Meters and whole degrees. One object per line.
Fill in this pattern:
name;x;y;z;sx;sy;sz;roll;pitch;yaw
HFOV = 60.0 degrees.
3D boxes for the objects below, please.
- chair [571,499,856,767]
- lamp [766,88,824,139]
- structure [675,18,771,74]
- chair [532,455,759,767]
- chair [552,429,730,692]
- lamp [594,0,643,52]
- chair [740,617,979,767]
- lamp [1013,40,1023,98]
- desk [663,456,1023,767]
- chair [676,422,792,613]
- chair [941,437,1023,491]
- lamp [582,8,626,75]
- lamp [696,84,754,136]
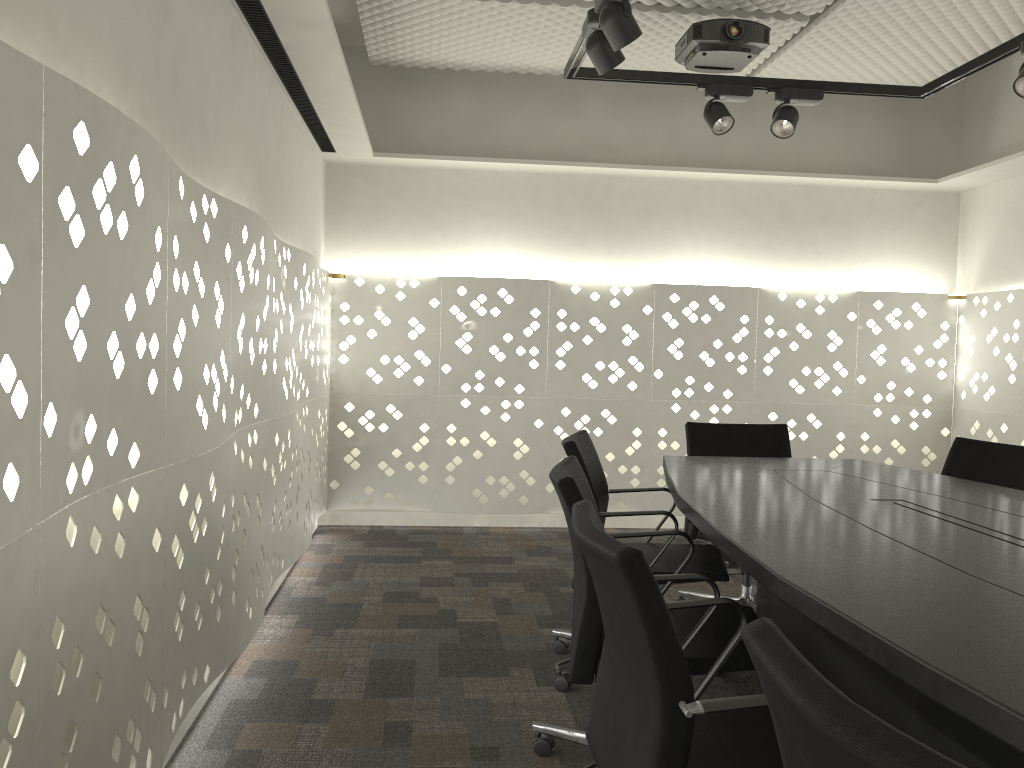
chair;0.341;0.601;1.472;0.579;0.757;0.559;2;2;-1
lamp;1.105;-1.070;3.469;0.214;0.224;0.118;1;2;-16
structure;0.881;-1.426;3.751;0.327;0.144;0.371;1;2;-5
chair;0.330;0.575;2.109;0.579;0.757;0.559;2;2;9
chair;0.402;0.547;2.843;0.579;0.757;0.559;2;2;14
lamp;0.308;-1.054;2.523;0.126;0.224;0.213;2;2;-2
chair;0.482;0.633;0.793;0.579;0.757;0.559;1;2;-6
lamp;1.677;-1.027;2.822;0.126;0.224;0.213;2;2;-2
desk;1.050;0.668;1.575;1.223;0.658;3.364;1;2;-5
chair;0.918;0.541;3.348;0.559;0.757;0.579;2;2;-1
chair;1.472;0.574;2.922;0.579;0.757;0.559;1;2;-16
lamp;0.288;-1.064;2.746;0.126;0.224;0.213;2;2;-2
lamp;0.822;-1.076;3.434;0.213;0.224;0.126;2;2;-2
